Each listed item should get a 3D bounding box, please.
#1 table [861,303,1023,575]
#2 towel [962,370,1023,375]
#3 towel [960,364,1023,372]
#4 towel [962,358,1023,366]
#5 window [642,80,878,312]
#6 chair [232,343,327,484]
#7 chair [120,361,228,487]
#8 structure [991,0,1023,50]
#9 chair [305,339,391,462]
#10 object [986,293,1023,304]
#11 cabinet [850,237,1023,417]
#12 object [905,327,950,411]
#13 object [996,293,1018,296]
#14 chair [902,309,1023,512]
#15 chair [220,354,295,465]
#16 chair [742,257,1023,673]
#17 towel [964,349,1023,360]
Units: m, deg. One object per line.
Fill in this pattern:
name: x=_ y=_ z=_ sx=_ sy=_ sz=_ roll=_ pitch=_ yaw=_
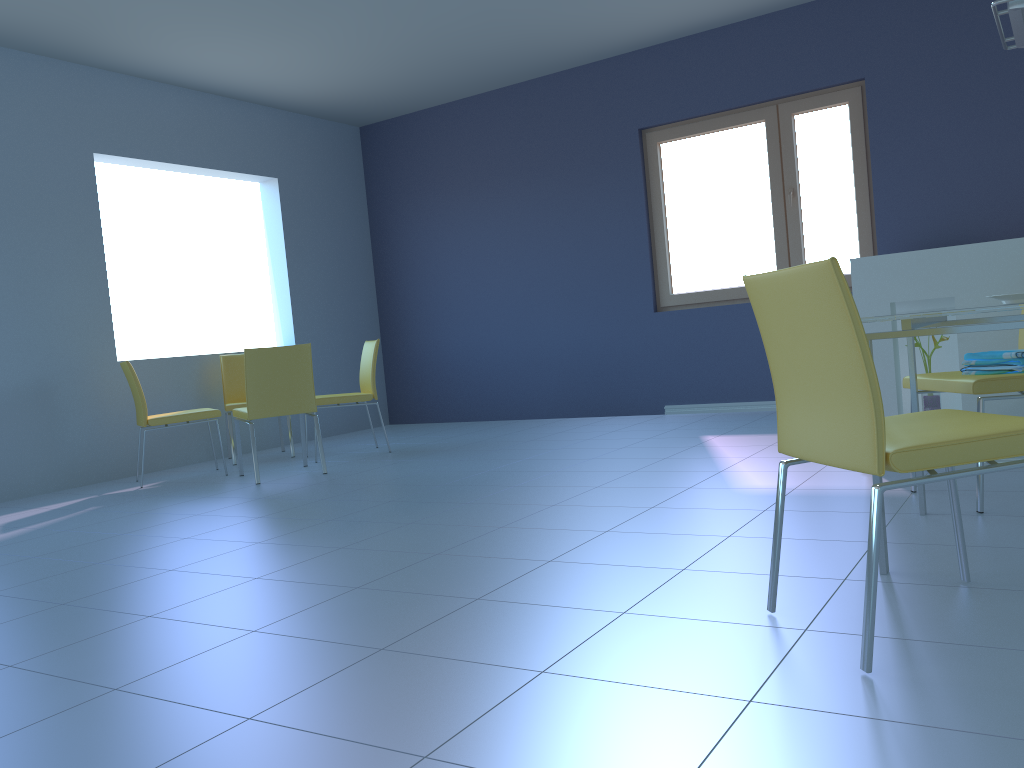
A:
table: x=1.485 y=0.082 z=1.983 sx=1.173 sy=0.590 sz=0.730 roll=-4 pitch=3 yaw=32
towel: x=1.500 y=-0.042 z=2.692 sx=0.195 sy=0.024 sz=0.201 roll=-8 pitch=4 yaw=-38
towel: x=1.498 y=-0.055 z=2.686 sx=0.195 sy=0.024 sz=0.201 roll=-7 pitch=3 yaw=-32
towel: x=1.498 y=-0.071 z=2.688 sx=0.195 sy=0.027 sz=0.192 roll=-7 pitch=3 yaw=-36
window: x=1.578 y=-1.168 z=5.773 sx=1.475 sy=1.263 sz=0.142 roll=-4 pitch=3 yaw=32
chair: x=-1.278 y=0.146 z=4.812 sx=0.387 sy=0.695 sz=0.484 roll=-7 pitch=3 yaw=-26
chair: x=-1.950 y=0.196 z=5.097 sx=0.484 sy=0.695 sz=0.387 roll=-7 pitch=3 yaw=-26
structure: x=2.147 y=-1.767 z=3.045 sx=0.895 sy=0.962 sz=0.695 roll=-4 pitch=3 yaw=32
chair: x=-1.044 y=0.092 z=5.510 sx=0.484 sy=0.699 sz=0.387 roll=-6 pitch=3 yaw=-21
object: x=1.142 y=-0.189 z=1.894 sx=0.228 sy=0.020 sz=0.228 roll=-4 pitch=3 yaw=29
cabinet: x=2.658 y=-0.224 z=3.813 sx=2.139 sy=0.800 sz=2.200 roll=-4 pitch=3 yaw=32
object: x=1.543 y=-0.033 z=3.286 sx=0.067 sy=0.423 sz=0.229 roll=-7 pitch=3 yaw=-27
object: x=1.372 y=-0.229 z=2.276 sx=0.228 sy=0.020 sz=0.228 roll=-4 pitch=3 yaw=29
chair: x=1.519 y=-0.014 z=2.699 sx=0.484 sy=0.695 sz=0.387 roll=-6 pitch=3 yaw=-4
chair: x=-1.687 y=0.136 z=5.815 sx=0.387 sy=0.695 sz=0.484 roll=-6 pitch=3 yaw=-21
chair: x=0.744 y=0.109 z=1.682 sx=0.484 sy=0.695 sz=0.387 roll=-6 pitch=3 yaw=-9
towel: x=1.500 y=-0.087 z=2.686 sx=0.195 sy=0.033 sz=0.190 roll=-7 pitch=3 yaw=-31
